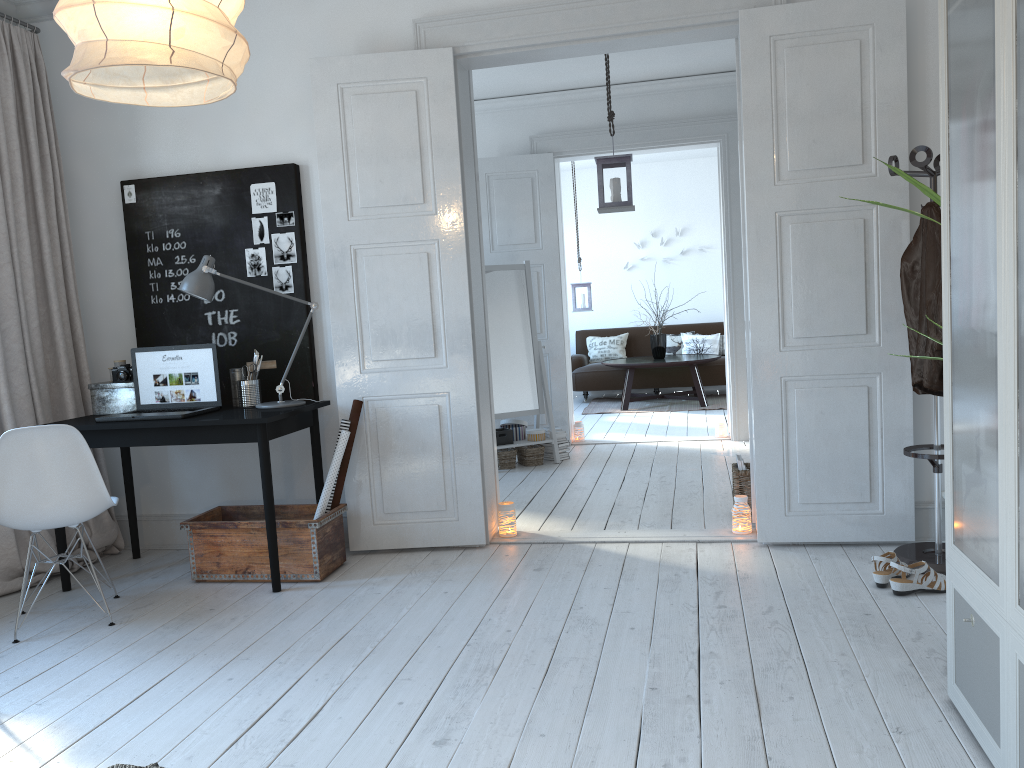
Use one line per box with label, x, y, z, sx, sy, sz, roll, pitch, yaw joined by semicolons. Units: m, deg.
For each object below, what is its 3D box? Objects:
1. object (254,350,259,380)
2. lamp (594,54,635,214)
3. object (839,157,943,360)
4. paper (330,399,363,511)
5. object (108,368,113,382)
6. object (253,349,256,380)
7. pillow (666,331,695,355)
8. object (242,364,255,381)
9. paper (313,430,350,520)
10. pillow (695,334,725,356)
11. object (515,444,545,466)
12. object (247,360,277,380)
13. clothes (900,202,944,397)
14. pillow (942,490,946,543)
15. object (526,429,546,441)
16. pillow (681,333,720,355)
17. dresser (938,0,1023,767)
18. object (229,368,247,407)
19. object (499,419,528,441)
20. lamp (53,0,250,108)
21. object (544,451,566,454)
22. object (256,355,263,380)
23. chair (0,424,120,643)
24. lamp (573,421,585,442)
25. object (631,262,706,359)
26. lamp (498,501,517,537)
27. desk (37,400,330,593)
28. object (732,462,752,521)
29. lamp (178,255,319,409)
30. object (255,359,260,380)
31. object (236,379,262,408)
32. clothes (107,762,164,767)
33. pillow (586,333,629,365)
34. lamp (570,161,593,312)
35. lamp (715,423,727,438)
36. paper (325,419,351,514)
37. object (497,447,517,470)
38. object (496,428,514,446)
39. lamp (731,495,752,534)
object;-1.229;-0.028;4.236;0.062;0.264;0.012;-8;7;-36
lamp;0.590;-1.948;5.394;0.228;1.765;0.228;-3;6;8
object;1.516;0.048;2.626;1.043;1.557;0.288;1;8;41
paper;-0.808;0.455;4.160;0.297;0.748;0.048;-7;7;-33
object;-1.979;-0.047;4.396;0.040;0.069;0.039;-4;6;0
object;-1.234;-0.031;4.236;0.008;0.268;0.060;0;7;28
pillow;1.939;-0.442;10.538;0.473;0.348;0.158;-3;6;10
object;-1.264;0.005;4.242;0.081;0.199;0.050;1;7;37
paper;-0.856;0.528;4.046;0.283;0.628;0.041;-5;6;-10
pillow;2.429;-0.464;10.473;0.542;0.288;0.182;-3;6;13
object;0.132;0.523;6.559;0.185;0.140;0.295;-5;5;-16
object;-1.200;-0.005;4.272;0.138;0.209;0.034;-4;6;-8
clothes;1.653;-0.325;3.463;0.237;0.771;0.211;2;8;45
pillow;2.007;0.548;3.742;0.317;0.315;0.272;-2;5;13
object;0.176;0.374;6.515;0.142;0.075;0.142;-4;5;-4
pillow;2.210;-0.457;10.404;0.471;0.309;0.188;-3;6;12
dresser;1.280;-0.169;1.568;0.631;2.167;1.429;-2;6;12
object;-1.328;0.018;4.319;0.079;0.188;0.078;-5;6;-9
object;0.010;0.333;6.643;0.207;0.159;0.240;-2;5;19
lamp;-0.697;-1.162;1.602;0.338;1.233;0.340;2;8;43
object;0.316;0.507;6.694;0.111;0.014;0.156;-7;6;-35
object;-1.217;-0.014;4.219;0.084;0.240;0.009;-5;6;-11
chair;-1.832;0.550;3.560;0.474;0.825;0.553;-6;6;-23
lamp;0.561;0.397;7.405;0.089;0.166;0.089;-3;6;11
object;1.692;-0.804;9.603;0.845;1.068;0.524;-5;6;-17
lamp;-0.024;0.680;4.455;0.089;0.167;0.089;-3;6;4
desk;-1.490;0.513;4.142;1.159;0.760;0.650;-3;5;12
object;1.277;0.551;4.562;0.270;0.265;0.223;-3;5;12
lamp;-1.200;-0.243;4.121;0.616;0.717;0.229;-5;6;-17
object;-1.227;-0.005;4.228;0.009;0.222;0.082;1;8;41
object;-1.253;0.045;4.233;0.108;0.129;0.108;-1;6;27
clothes;-0.717;0.878;1.630;0.246;0.270;0.297;-2;5;13
pillow;1.157;-0.421;10.739;0.519;0.368;0.238;-3;6;11
lamp;0.732;-1.681;9.793;0.228;1.765;0.228;-3;6;8
lamp;1.691;0.375;7.163;0.093;0.110;0.093;-1;6;29
paper;-0.846;0.505;4.102;0.266;0.670;0.043;-7;7;-33
object;-0.070;0.541;6.492;0.185;0.140;0.295;-5;5;-16
object;-0.097;0.385;6.434;0.165;0.103;0.155;-6;6;-23
lamp;1.096;0.624;4.233;0.093;0.180;0.092;-4;6;-5
